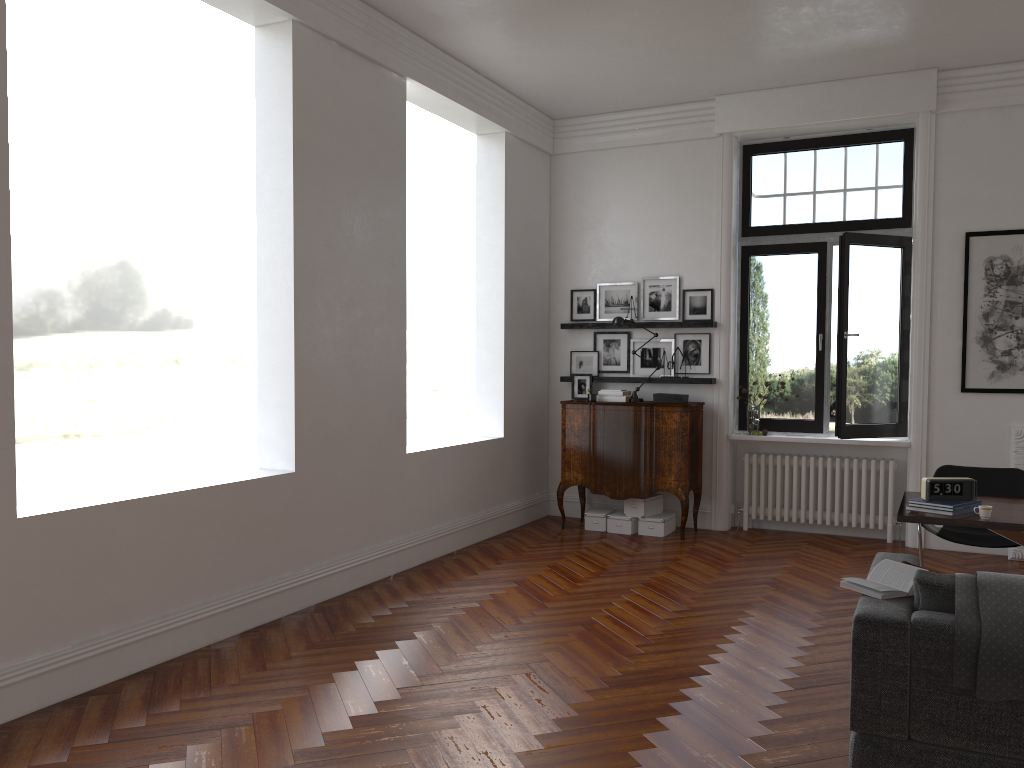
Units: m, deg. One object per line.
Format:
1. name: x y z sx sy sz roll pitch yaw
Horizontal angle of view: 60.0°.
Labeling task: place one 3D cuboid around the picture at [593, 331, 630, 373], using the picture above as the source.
1. picture: 0.978 -0.310 8.702 0.373 0.407 0.020 1 3 26

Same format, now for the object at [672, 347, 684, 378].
1. object: 1.565 -0.205 8.364 0.118 0.299 0.040 2 3 26

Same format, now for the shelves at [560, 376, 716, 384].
1. shelves: 1.191 -0.038 8.534 1.514 0.055 0.155 1 2 26

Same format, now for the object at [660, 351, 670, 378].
1. object: 1.445 -0.188 8.413 0.124 0.260 0.040 1 3 26

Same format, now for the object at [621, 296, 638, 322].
1. object: 1.130 -0.719 8.545 0.174 0.260 0.040 1 3 26

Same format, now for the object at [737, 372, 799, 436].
1. object: 2.387 0.177 8.232 0.542 0.600 0.317 0 2 -3

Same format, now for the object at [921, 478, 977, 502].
1. object: 2.440 0.590 4.947 0.275 0.126 0.082 0 2 0

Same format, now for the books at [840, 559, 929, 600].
1. books: 1.528 0.792 3.616 0.278 0.096 0.224 0 2 -22

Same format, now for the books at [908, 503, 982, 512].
1. books: 2.434 0.676 4.984 0.344 0.017 0.250 -1 2 -39

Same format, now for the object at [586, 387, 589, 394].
1. object: 0.711 0.089 8.261 0.050 0.119 0.010 2 3 29

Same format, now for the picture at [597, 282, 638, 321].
1. picture: 1.027 -0.802 8.656 0.415 0.368 0.020 1 3 26

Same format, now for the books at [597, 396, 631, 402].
1. books: 0.969 0.138 8.376 0.294 0.057 0.229 1 2 26

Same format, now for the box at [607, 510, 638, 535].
1. box: 1.083 1.300 8.304 0.244 0.177 0.394 1 2 31

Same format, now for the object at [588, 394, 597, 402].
1. object: 0.746 0.130 8.254 0.091 0.077 0.091 0 2 -1

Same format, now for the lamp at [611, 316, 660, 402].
1. lamp: 1.162 -0.230 8.342 0.491 0.803 0.174 0 3 -9

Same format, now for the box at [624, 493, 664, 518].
1. box: 1.228 1.126 8.258 0.209 0.177 0.394 2 2 36

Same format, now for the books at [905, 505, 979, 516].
1. books: 2.432 0.697 4.999 0.347 0.027 0.264 -1 2 -39

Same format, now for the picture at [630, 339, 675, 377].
1. picture: 1.349 -0.247 8.523 0.433 0.365 0.020 1 3 26

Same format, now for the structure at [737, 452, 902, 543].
1. structure: 2.803 1.048 8.148 1.453 0.779 0.225 1 3 26

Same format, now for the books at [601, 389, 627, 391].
1. books: 0.961 0.059 8.359 0.200 0.014 0.179 1 2 26

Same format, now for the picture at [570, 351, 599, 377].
1. picture: 0.720 -0.201 8.805 0.299 0.253 0.020 1 3 26

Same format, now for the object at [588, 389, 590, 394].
1. object: 0.727 0.095 8.279 0.046 0.139 0.010 1 3 23

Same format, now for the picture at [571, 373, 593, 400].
1. picture: 0.685 0.027 8.686 0.213 0.258 0.020 1 3 26

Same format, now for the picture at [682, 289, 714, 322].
1. picture: 1.741 -0.737 8.309 0.289 0.304 0.020 1 3 26

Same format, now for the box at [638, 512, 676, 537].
1. box: 1.345 1.303 8.210 0.244 0.177 0.394 1 2 26

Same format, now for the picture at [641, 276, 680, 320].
1. picture: 1.413 -0.816 8.466 0.369 0.409 0.020 1 3 26

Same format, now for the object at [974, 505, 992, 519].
1. object: 2.518 0.684 4.735 0.064 0.065 0.082 -2 3 -43

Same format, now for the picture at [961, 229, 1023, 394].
1. picture: 4.137 -0.583 7.158 0.882 1.325 0.035 1 3 26

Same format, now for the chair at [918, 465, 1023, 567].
1. chair: 3.071 1.010 5.803 0.752 0.873 0.745 1 2 26

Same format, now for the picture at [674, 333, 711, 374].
1. picture: 1.697 -0.285 8.354 0.343 0.385 0.020 1 3 26

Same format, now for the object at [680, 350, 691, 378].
1. object: 1.639 -0.186 8.359 0.110 0.262 0.040 2 3 26

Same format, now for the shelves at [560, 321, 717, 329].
1. shelves: 1.193 -0.562 8.509 1.514 0.055 0.158 1 2 26

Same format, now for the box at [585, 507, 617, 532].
1. box: 0.847 1.295 8.453 0.209 0.177 0.394 1 2 21

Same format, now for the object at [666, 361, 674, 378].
1. object: 1.495 -0.136 8.361 0.066 0.161 0.040 2 3 26

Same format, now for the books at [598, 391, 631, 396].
1. books: 0.973 0.088 8.378 0.239 0.044 0.254 1 2 26

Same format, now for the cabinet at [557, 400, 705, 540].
1. cabinet: 1.100 0.775 8.287 1.266 1.219 0.640 1 3 26

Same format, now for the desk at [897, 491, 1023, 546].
1. desk: 3.312 1.095 4.802 2.225 0.752 1.029 1 2 26

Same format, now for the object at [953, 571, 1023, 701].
1. object: 1.970 0.899 3.108 0.752 0.388 0.400 1 2 26

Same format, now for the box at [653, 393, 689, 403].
1. box: 1.474 0.132 8.220 0.282 0.086 0.208 1 2 26

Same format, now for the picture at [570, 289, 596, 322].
1. picture: 0.708 -0.781 8.813 0.266 0.315 0.020 1 3 26

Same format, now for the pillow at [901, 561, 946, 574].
1. pillow: 1.850 0.927 3.634 0.330 0.397 0.469 -1 2 -27

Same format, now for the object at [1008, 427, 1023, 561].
1. object: 4.398 0.891 6.992 0.830 1.063 0.233 1 3 26

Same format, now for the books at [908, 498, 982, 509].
1. books: 2.434 0.659 4.983 0.344 0.017 0.250 -1 2 -39

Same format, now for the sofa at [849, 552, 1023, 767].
1. sofa: 2.722 1.137 3.292 2.644 0.829 1.261 1 2 26
